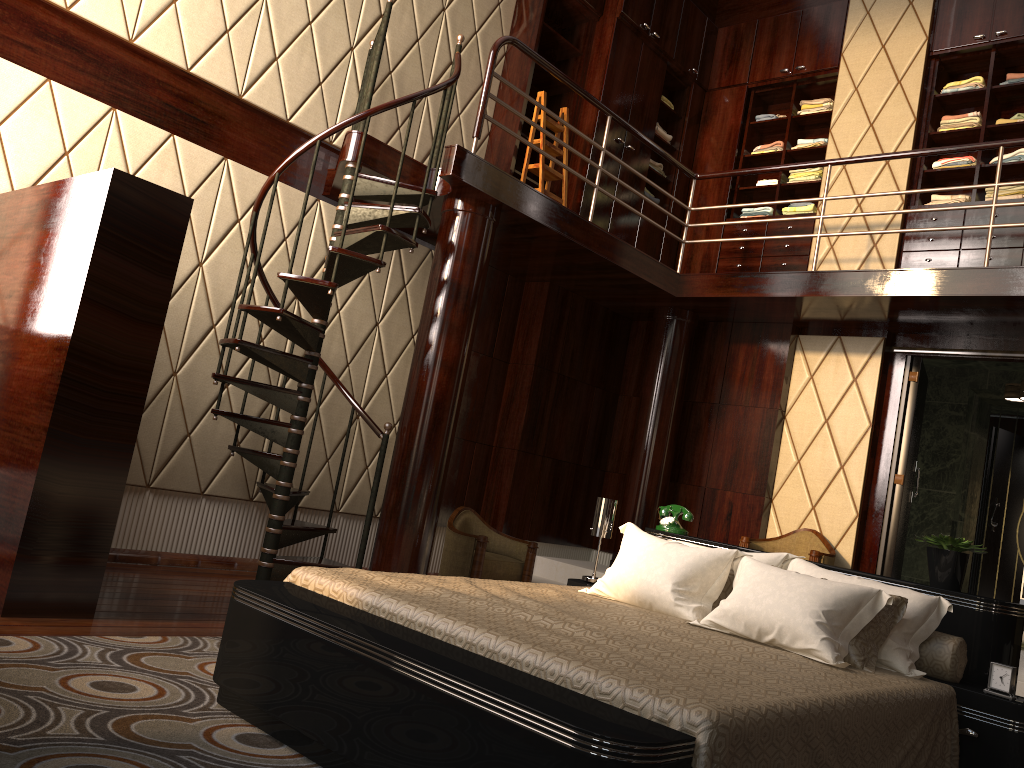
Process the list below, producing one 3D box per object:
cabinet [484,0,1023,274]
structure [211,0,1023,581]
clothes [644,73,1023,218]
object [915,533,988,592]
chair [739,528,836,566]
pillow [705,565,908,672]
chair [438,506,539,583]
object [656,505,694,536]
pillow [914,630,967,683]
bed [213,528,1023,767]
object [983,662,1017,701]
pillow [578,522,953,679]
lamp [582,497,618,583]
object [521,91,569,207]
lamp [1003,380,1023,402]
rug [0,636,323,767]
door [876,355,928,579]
[{"bbox_3d":[2.933,-1.698,5.109,6.767,2.432,2.576,5,-9,43],"label":"cabinet"},{"bbox_3d":[1.746,-0.091,3.974,6.107,3.189,3.750,5,-9,43],"label":"structure"},{"bbox_3d":[3.094,-1.609,5.932,4.996,0.954,0.818,6,-8,35],"label":"clothes"},{"bbox_3d":[1.650,0.673,3.353,0.256,0.205,0.241,8,-7,25],"label":"object"},{"bbox_3d":[1.750,1.168,5.602,0.571,0.550,0.462,5,-9,43],"label":"chair"},{"bbox_3d":[0.839,0.777,3.223,1.123,0.271,0.293,5,-9,43],"label":"pillow"},{"bbox_3d":[-0.181,1.058,5.412,0.462,0.550,0.571,5,-9,43],"label":"chair"},{"bbox_3d":[0.763,0.633,4.164,0.158,0.131,0.178,10,-6,5],"label":"object"},{"bbox_3d":[1.025,0.898,3.488,1.396,0.167,0.173,5,-9,43],"label":"pillow"},{"bbox_3d":[0.467,0.833,2.876,1.985,0.660,2.381,5,-9,43],"label":"bed"},{"bbox_3d":[1.584,0.961,2.870,0.034,0.103,0.088,16,-8,-39],"label":"object"},{"bbox_3d":[0.842,0.756,3.262,1.322,0.320,0.685,5,-9,44],"label":"pillow"},{"bbox_3d":[0.412,0.723,4.114,0.109,0.385,0.106,16,-8,-39],"label":"lamp"},{"bbox_3d":[0.266,-1.443,5.894,0.258,0.974,0.275,5,-9,43],"label":"object"},{"bbox_3d":[3.551,-0.055,5.981,0.515,0.347,0.467,13,-7,-17],"label":"lamp"},{"bbox_3d":[0.428,1.138,2.663,2.910,0.006,3.735,5,-9,43],"label":"rug"},{"bbox_3d":[3.116,0.803,5.640,1.435,1.820,0.828,5,-9,41],"label":"door"}]
